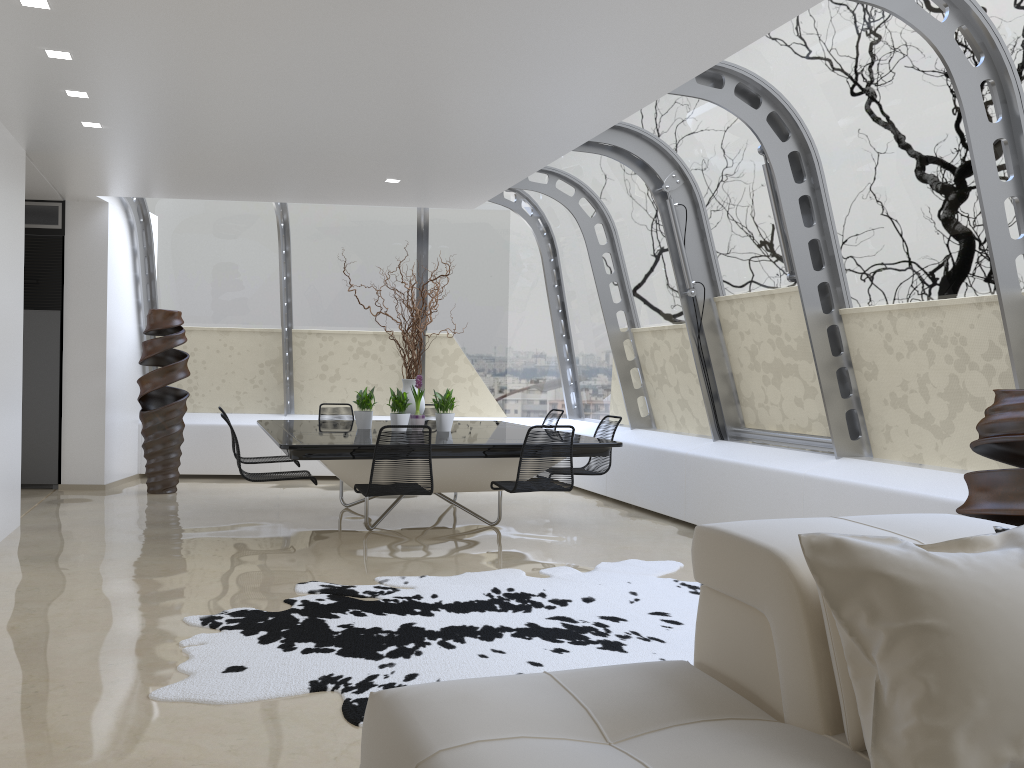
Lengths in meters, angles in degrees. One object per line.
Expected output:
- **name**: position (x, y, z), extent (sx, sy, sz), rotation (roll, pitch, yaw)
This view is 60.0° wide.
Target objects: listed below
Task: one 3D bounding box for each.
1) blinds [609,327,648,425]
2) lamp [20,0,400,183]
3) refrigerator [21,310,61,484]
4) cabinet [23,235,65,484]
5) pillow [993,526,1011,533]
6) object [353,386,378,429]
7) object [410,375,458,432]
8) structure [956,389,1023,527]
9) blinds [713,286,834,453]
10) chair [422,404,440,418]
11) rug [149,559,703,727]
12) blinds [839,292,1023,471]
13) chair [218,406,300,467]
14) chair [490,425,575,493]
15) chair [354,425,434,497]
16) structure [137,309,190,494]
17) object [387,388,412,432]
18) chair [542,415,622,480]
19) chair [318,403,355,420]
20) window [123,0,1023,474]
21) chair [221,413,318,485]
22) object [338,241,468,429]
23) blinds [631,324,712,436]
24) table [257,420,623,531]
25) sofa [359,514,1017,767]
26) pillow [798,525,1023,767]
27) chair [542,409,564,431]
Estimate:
- **blinds**: position (1.144, 0.479, 9.920), extent (0.663, 2.118, 1.829), rotation (1, 1, -19)
- **lamp**: position (-3.989, -1.753, 1.507), extent (9.775, 0.004, 9.928), rotation (1, 1, -18)
- **refrigerator**: position (-5.051, 0.124, 8.954), extent (1.006, 1.742, 0.234), rotation (1, 1, -6)
- **cabinet**: position (-5.665, -0.230, 9.194), extent (2.252, 2.558, 0.831), rotation (1, 1, -5)
- **pillow**: position (1.419, 0.574, 1.899), extent (0.604, 0.471, 0.394), rotation (1, 1, -3)
- **object**: position (-1.264, 0.200, 7.626), extent (0.215, 0.369, 0.284), rotation (1, 1, 19)
- **object**: position (-0.647, 0.163, 7.521), extent (0.417, 0.476, 0.238), rotation (1, 1, 9)
- **structure**: position (2.258, 0.649, 3.761), extent (0.672, 1.258, 0.674), rotation (1, 1, -42)
- **blinds**: position (2.040, -0.095, 6.768), extent (0.387, 1.214, 1.376), rotation (1, 1, -19)
- **chair**: position (-0.859, 0.479, 9.225), extent (0.446, 0.519, 0.688), rotation (1, 1, -19)
- **rug**: position (-0.003, 1.198, 4.320), extent (3.220, 0.008, 2.705), rotation (1, 1, -19)
- **blinds**: position (2.567, 0.024, 5.325), extent (0.329, 1.027, 1.430), rotation (1, 1, -19)
- **chair**: position (-2.242, 0.465, 7.855), extent (0.688, 0.519, 0.446), rotation (1, 1, -19)
- **chair**: position (0.162, 0.530, 6.267), extent (0.446, 0.519, 0.688), rotation (1, 1, -19)
- **chair**: position (-0.782, 0.514, 5.942), extent (0.446, 0.519, 0.688), rotation (1, 1, -19)
- **structure**: position (-3.485, 0.179, 8.867), extent (0.498, 1.843, 0.493), rotation (1, 1, -8)
- **object**: position (-0.927, 0.211, 7.284), extent (0.215, 0.369, 0.284), rotation (1, 1, 14)
- **chair**: position (0.553, 0.525, 7.469), extent (0.688, 0.519, 0.446), rotation (1, 1, -19)
- **chair**: position (-1.734, 0.465, 8.923), extent (0.446, 0.519, 0.688), rotation (1, 1, -19)
- **window**: position (-4.427, -0.315, 3.421), extent (16.693, 3.674, 16.171), rotation (1, 1, -13)
- **chair**: position (-1.825, 0.486, 6.648), extent (0.688, 0.519, 0.446), rotation (1, 1, -19)
- **object**: position (-0.985, -0.385, 7.588), extent (1.031, 1.549, 1.135), rotation (1, 1, -27)
- **blinds**: position (1.563, -0.026, 8.236), extent (0.329, 1.027, 1.430), rotation (1, 1, -19)
- **table**: position (-0.827, 0.773, 7.617), extent (2.494, 0.759, 3.031), rotation (1, 1, -19)
- **sofa**: position (1.823, 0.844, 0.794), extent (3.257, 0.866, 4.169), rotation (1, 1, -19)
- **pillow**: position (2.295, 0.567, 1.313), extent (3.322, 0.530, 1.656), rotation (2, 1, 41)
- **chair**: position (0.137, 0.505, 8.675), extent (0.688, 0.519, 0.446), rotation (1, 1, -19)
